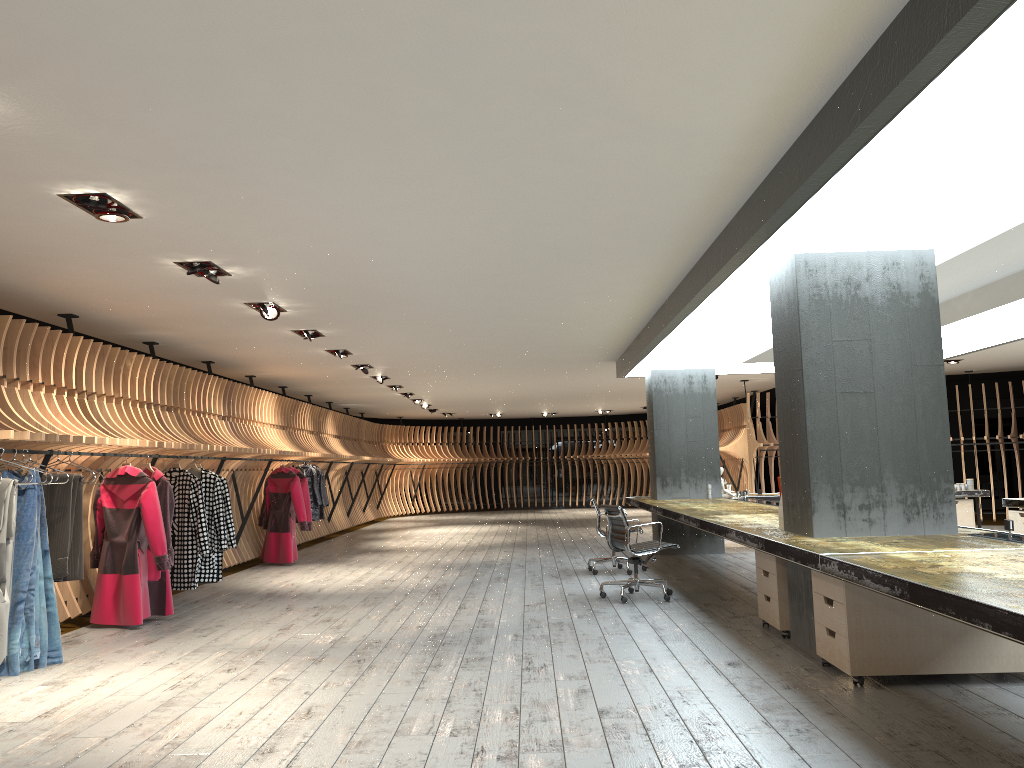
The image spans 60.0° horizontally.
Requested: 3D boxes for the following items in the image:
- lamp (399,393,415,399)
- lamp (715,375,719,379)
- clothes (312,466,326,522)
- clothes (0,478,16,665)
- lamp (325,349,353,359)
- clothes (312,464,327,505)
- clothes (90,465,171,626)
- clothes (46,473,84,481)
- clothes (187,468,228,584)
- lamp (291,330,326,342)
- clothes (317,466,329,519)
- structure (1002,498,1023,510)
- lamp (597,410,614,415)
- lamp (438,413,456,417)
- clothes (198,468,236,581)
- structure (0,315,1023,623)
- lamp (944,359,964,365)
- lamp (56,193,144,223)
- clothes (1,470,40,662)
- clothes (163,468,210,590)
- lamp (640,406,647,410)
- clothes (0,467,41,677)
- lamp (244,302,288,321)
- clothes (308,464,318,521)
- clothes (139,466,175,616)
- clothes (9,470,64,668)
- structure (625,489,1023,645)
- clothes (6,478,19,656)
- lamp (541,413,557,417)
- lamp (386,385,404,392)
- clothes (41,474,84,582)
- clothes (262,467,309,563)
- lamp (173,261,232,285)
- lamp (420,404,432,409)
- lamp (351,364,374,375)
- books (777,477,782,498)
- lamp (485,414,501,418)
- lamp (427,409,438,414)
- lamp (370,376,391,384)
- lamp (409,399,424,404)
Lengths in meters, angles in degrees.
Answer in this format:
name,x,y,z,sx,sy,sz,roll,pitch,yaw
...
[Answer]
name,x,y,z,sx,sy,sz,roll,pitch,yaw
lamp,-2.104,0.162,17.763,0.269,0.296,0.492,-2,-6,1
lamp,3.556,-0.188,15.798,0.269,0.295,0.492,-2,-6,1
clothes,-3.121,1.689,13.664,0.584,0.855,0.211,-5,-7,28
clothes,-3.251,1.163,5.525,0.278,1.143,0.171,-3,-7,8
lamp,-2.227,-0.445,11.425,0.269,0.296,0.492,-2,-6,1
clothes,-3.135,1.679,13.792,0.530,0.857,0.233,-2,-6,0
clothes,-3.251,1.348,7.504,0.839,1.314,0.320,-4,-7,20
clothes,-3.366,1.046,6.550,0.336,0.777,0.254,-3,-7,16
clothes,-3.231,1.417,8.849,0.773,1.163,0.191,-2,-6,1
lamp,-2.258,-0.597,9.840,0.269,0.295,0.492,-2,-6,1
clothes,-3.108,1.734,14.117,0.681,0.855,0.181,-7,-9,44
structure,5.794,1.054,4.367,1.162,0.846,10.432,-2,-6,1
lamp,2.581,0.712,24.857,0.492,0.295,0.269,-5,-7,28
lamp,-1.754,0.750,24.059,0.269,0.279,0.492,-7,-8,42
clothes,-3.213,1.438,9.071,0.773,1.163,0.191,-1,-7,-9
structure,3.362,0.676,8.762,14.881,2.444,36.488,-2,-6,1
lamp,7.082,-0.415,14.486,0.492,0.294,0.269,-2,-6,7
lamp,-2.350,-1.052,5.087,0.269,0.296,0.492,-2,-6,1
clothes,-3.301,1.220,5.919,0.277,1.294,0.316,3,-8,-35
clothes,-3.223,1.389,8.558,0.772,1.163,0.191,-4,-7,21
lamp,3.633,0.572,23.717,0.269,0.294,0.492,0,-6,-16
clothes,-3.263,1.317,5.760,0.277,1.546,0.316,-2,-6,0
lamp,-2.289,-0.751,8.256,0.269,0.292,0.492,-2,-6,1
clothes,-3.133,1.648,13.492,0.511,0.856,0.227,-4,-7,21
clothes,-3.247,1.375,7.790,0.839,1.314,0.320,-5,-7,30
clothes,-3.238,1.351,6.049,0.373,1.539,0.312,-3,-7,12
structure,3.962,1.130,4.610,4.836,0.846,18.442,-2,-6,1
clothes,-3.306,1.177,5.632,0.273,1.145,0.169,4,-9,-41
lamp,1.068,0.796,25.299,0.492,0.292,0.269,-2,-6,5
lamp,-2.135,0.012,16.178,0.269,0.299,0.492,-2,-6,1
clothes,-3.247,1.033,6.375,0.278,0.768,0.263,-3,-6,8
clothes,-3.158,1.803,12.285,0.839,1.314,0.320,-5,-7,30
lamp,-2.320,-0.906,6.672,0.269,0.285,0.492,-2,-6,1
lamp,-2.043,0.463,20.932,0.269,0.291,0.492,-2,-6,1
lamp,-2.196,-0.294,13.009,0.269,0.294,0.492,-2,-6,1
books,1.928,0.835,6.226,0.048,0.368,0.215,-2,-6,1
lamp,-0.483,0.811,24.989,0.492,0.293,0.269,1,-7,-25
lamp,-2.012,0.611,22.517,0.269,0.284,0.492,-2,-6,1
lamp,-2.166,-0.138,14.593,0.269,0.302,0.492,-2,-6,1
lamp,-2.073,0.313,19.347,0.269,0.293,0.492,-2,-6,1
